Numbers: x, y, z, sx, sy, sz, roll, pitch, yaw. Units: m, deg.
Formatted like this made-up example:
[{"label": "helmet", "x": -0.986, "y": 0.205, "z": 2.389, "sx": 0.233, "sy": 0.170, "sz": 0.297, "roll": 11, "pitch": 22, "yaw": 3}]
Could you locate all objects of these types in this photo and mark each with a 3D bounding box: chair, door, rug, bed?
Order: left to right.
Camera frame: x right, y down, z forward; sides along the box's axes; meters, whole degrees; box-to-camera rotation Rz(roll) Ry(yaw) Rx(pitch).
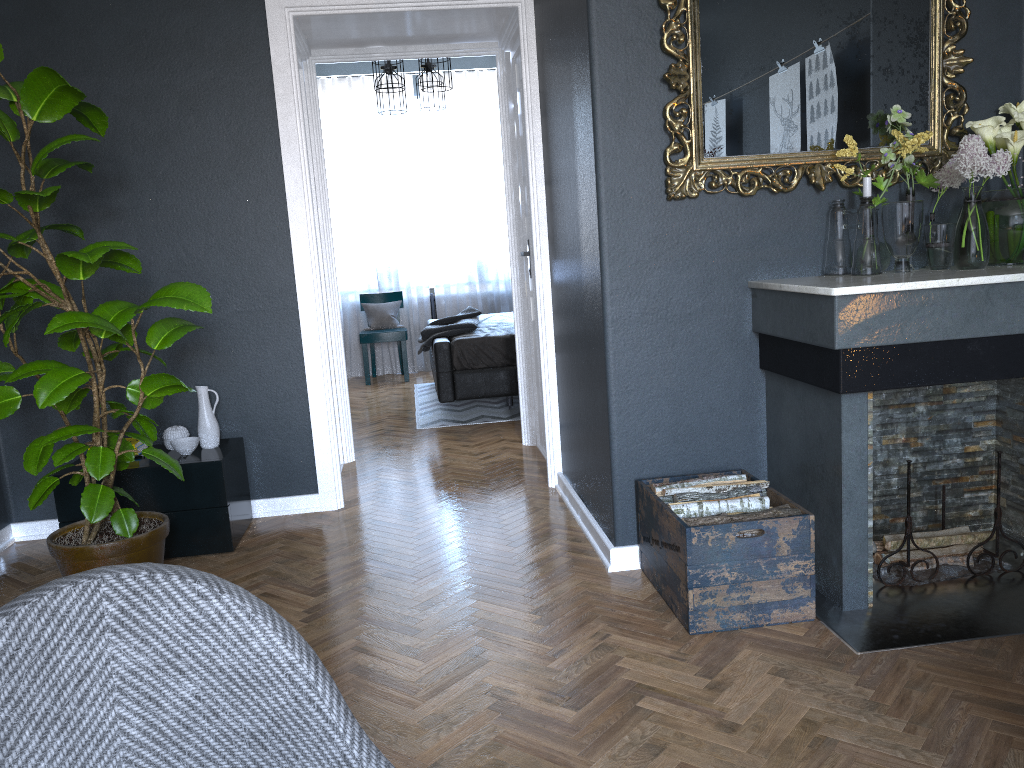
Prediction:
[{"label": "chair", "x": -0.368, "y": 0.641, "z": 0.867, "sx": 0.644, "sy": 0.813, "sz": 0.494, "roll": -9, "pitch": 11, "yaw": -27}, {"label": "door", "x": -1.018, "y": -0.565, "z": 4.418, "sx": 0.162, "sy": 2.192, "sz": 0.854, "roll": -5, "pitch": 10, "yaw": -6}, {"label": "chair", "x": -1.182, "y": -0.436, "z": 8.210, "sx": 0.435, "sy": 0.801, "sz": 0.591, "roll": -5, "pitch": 9, "yaw": -6}, {"label": "rug", "x": -0.028, "y": 0.091, "z": 6.915, "sx": 1.458, "sy": 0.013, "sz": 2.040, "roll": -5, "pitch": 9, "yaw": -6}, {"label": "door", "x": 0.155, "y": -0.666, "z": 4.540, "sx": 0.162, "sy": 2.192, "sz": 0.854, "roll": -5, "pitch": 10, "yaw": -6}, {"label": "bed", "x": 0.437, "y": -0.529, "z": 6.902, "sx": 2.375, "sy": 1.165, "sz": 2.260, "roll": -5, "pitch": 9, "yaw": -6}]

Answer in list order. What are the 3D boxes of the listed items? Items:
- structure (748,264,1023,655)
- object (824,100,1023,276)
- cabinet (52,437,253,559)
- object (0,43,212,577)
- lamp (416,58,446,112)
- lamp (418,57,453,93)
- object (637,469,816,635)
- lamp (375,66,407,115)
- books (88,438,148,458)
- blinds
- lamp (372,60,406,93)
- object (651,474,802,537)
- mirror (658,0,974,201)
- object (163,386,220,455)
[{"label": "structure", "x": 1.372, "y": 0.149, "z": 2.763, "sx": 1.065, "sy": 0.983, "sz": 0.832, "roll": -5, "pitch": 9, "yaw": -6}, {"label": "object", "x": 1.413, "y": -0.637, "z": 2.804, "sx": 0.727, "sy": 0.548, "sz": 0.473, "roll": -5, "pitch": 9, "yaw": -3}, {"label": "cabinet", "x": -1.484, "y": 0.490, "z": 3.736, "sx": 0.650, "sy": 0.391, "sz": 0.455, "roll": -5, "pitch": 9, "yaw": -6}, {"label": "object", "x": -1.515, "y": -0.138, "z": 2.897, "sx": 1.118, "sy": 1.904, "sz": 0.762, "roll": -6, "pitch": 10, "yaw": -12}, {"label": "lamp", "x": -0.659, "y": -2.543, "z": 6.964, "sx": 0.210, "sy": 0.749, "sz": 0.209, "roll": -3, "pitch": 10, "yaw": 8}, {"label": "lamp", "x": -0.541, "y": -2.390, "z": 5.998, "sx": 0.210, "sy": 0.771, "sz": 0.209, "roll": -3, "pitch": 10, "yaw": 8}, {"label": "object", "x": 0.659, "y": 0.512, "z": 2.820, "sx": 0.383, "sy": 0.327, "sz": 0.551, "roll": -5, "pitch": 9, "yaw": -6}, {"label": "lamp", "x": -0.929, "y": -2.444, "z": 6.634, "sx": 0.210, "sy": 0.806, "sz": 0.209, "roll": -3, "pitch": 10, "yaw": 8}, {"label": "books", "x": -1.644, "y": 0.273, "z": 3.715, "sx": 0.214, "sy": 0.066, "sz": 0.161, "roll": -6, "pitch": 9, "yaw": -10}, {"label": "blinds", "x": -0.746, "y": -1.529, "z": 8.503, "sx": 3.992, "sy": 2.796, "sz": 0.311, "roll": -5, "pitch": 10, "yaw": -6}, {"label": "lamp", "x": -0.891, "y": -2.437, "z": 6.244, "sx": 0.210, "sy": 0.716, "sz": 0.209, "roll": -3, "pitch": 10, "yaw": 8}, {"label": "object", "x": 0.658, "y": 0.436, "z": 2.808, "sx": 0.370, "sy": 0.247, "sz": 0.532, "roll": -5, "pitch": 9, "yaw": -6}, {"label": "mirror", "x": 1.002, "y": -1.029, "z": 2.902, "sx": 1.056, "sy": 0.786, "sz": 0.066, "roll": -5, "pitch": 10, "yaw": -6}, {"label": "object", "x": -1.382, "y": 0.150, "z": 3.726, "sx": 0.228, "sy": 0.268, "sz": 0.228, "roll": 1, "pitch": 10, "yaw": 27}]
